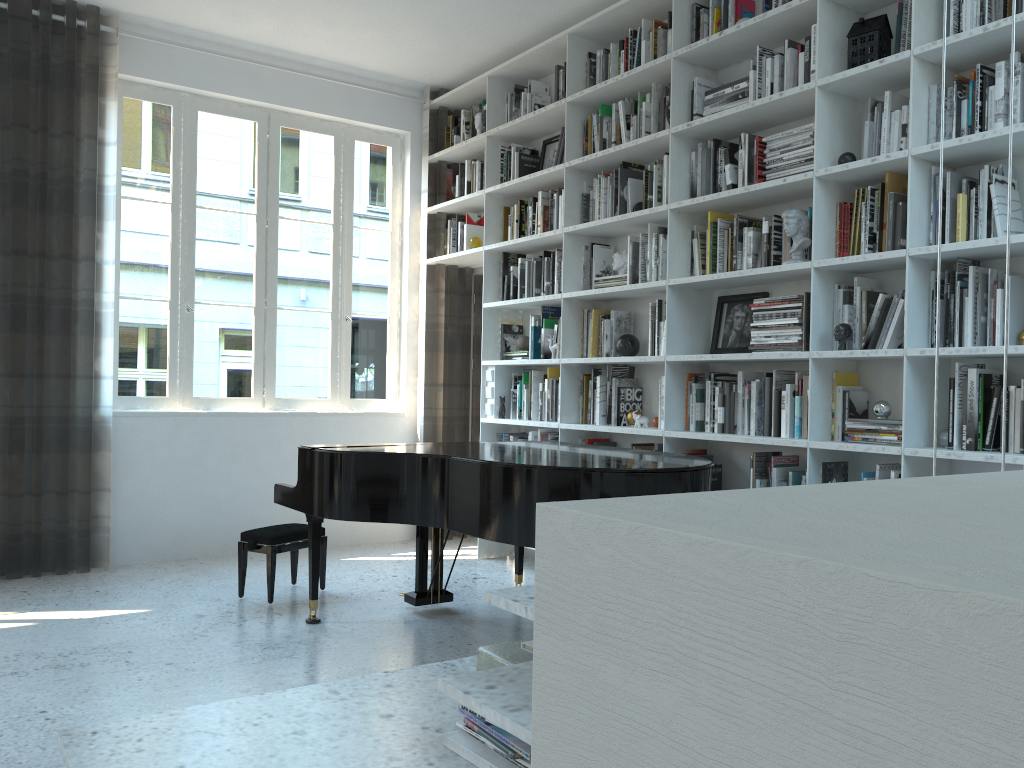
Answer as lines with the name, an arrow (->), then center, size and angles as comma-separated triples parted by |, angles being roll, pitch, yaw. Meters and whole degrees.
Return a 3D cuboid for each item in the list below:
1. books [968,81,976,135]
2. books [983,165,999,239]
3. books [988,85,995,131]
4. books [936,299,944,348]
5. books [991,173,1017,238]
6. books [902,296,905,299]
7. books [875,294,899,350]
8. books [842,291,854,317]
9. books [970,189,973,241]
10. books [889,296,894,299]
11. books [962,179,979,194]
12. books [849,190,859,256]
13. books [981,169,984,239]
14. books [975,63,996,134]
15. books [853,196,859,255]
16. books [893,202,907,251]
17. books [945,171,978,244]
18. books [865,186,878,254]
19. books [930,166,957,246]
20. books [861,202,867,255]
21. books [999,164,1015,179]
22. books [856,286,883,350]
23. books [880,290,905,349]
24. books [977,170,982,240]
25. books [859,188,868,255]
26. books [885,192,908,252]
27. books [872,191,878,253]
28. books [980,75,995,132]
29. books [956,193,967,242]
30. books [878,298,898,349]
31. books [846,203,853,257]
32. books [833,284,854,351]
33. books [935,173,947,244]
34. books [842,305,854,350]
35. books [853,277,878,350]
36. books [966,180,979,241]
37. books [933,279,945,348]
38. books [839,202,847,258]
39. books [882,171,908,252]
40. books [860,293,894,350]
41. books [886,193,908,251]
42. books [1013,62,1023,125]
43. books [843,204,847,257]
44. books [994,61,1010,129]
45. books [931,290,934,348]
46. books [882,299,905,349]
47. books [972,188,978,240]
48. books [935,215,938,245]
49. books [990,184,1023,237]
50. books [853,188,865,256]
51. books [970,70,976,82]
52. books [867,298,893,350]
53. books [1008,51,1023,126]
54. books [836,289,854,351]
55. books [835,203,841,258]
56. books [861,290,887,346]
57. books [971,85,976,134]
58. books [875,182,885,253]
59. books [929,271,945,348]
books -> 1.725, -0.979, 3.258 | 0.157, 0.236, 0.013 | 1, 0, -34
books -> 1.754, -0.636, 3.207 | 0.159, 0.287, 0.013 | 1, 0, -34
books -> 1.768, -0.957, 3.190 | 0.171, 0.194, 0.025 | 1, 0, -34
books -> 1.655, -0.220, 3.349 | 0.168, 0.188, 0.015 | 1, 0, -34
books -> 1.772, -0.619, 3.193 | 0.161, 0.254, 0.007 | 1, 0, -34
books -> 1.553, -0.232, 3.513 | 0.139, 0.215, 0.090 | 1, 0, -34
books -> 1.534, -0.237, 3.537 | 0.144, 0.226, 0.095 | 1, 0, -34
books -> 1.429, -0.254, 3.687 | 0.142, 0.253, 0.028 | 1, 0, -34
books -> 1.725, -0.597, 3.247 | 0.156, 0.209, 0.014 | 1, 0, -34
books -> 1.515, -0.235, 3.553 | 0.138, 0.220, 0.088 | 1, 0, -34
books -> 1.708, -0.620, 3.282 | 0.144, 0.256, 0.013 | 1, 0, -34
books -> 1.445, -0.642, 3.651 | 0.145, 0.293, 0.035 | 1, 0, -34
books -> 1.748, -0.629, 3.215 | 0.167, 0.273, 0.006 | 1, 0, -34
books -> 1.733, -1.001, 3.216 | 0.177, 0.280, 0.014 | 1, 0, -34
books -> 1.461, -0.641, 3.646 | 0.145, 0.293, 0.035 | 1, 0, -34
books -> 1.559, -0.596, 3.465 | 0.181, 0.204, 0.034 | 1, 0, -34
books -> 1.668, -0.633, 3.288 | 0.191, 0.279, 0.013 | 1, 0, -34
books -> 1.486, -0.642, 3.588 | 0.163, 0.294, 0.019 | 1, 0, -34
books -> 1.636, -0.653, 3.357 | 0.164, 0.319, 0.006 | 1, 0, -34
books -> 1.479, -0.611, 3.604 | 0.180, 0.232, 0.015 | 1, 0, -34
books -> 1.795, -0.641, 3.221 | 0.088, 0.300, 0.011 | 1, 0, -34
books -> 1.466, -0.261, 3.639 | 0.157, 0.266, 0.012 | 1, 0, -34
books -> 1.543, -0.245, 3.511 | 0.149, 0.238, 0.094 | 1, 0, -34
books -> 1.740, -0.627, 3.216 | 0.178, 0.270, 0.006 | 1, 0, -34
books -> 1.476, -0.641, 3.625 | 0.145, 0.293, 0.035 | 1, 0, -34
books -> 1.546, -0.620, 3.514 | 0.174, 0.253, 0.033 | 1, 0, -34
books -> 1.516, -0.633, 3.585 | 0.139, 0.278, 0.035 | 1, 0, -34
books -> 1.748, -0.979, 3.204 | 0.164, 0.237, 0.022 | 1, 0, -34
books -> 1.690, -0.589, 3.252 | 0.191, 0.192, 0.017 | 1, 0, -34
books -> 1.536, -0.230, 3.525 | 0.143, 0.212, 0.090 | 1, 0, -34
books -> 1.450, -0.619, 3.690 | 0.176, 0.247, 0.013 | 1, 0, -34
books -> 1.407, -0.271, 3.725 | 0.159, 0.285, 0.012 | 1, 0, -34
books -> 1.656, -0.637, 3.334 | 0.191, 0.288, 0.035 | 1, 0, -34
books -> 1.427, -0.224, 3.653 | 0.182, 0.192, 0.027 | 1, 0, -34
books -> 1.452, -0.281, 3.644 | 0.141, 0.307, 0.013 | 1, 0, -34
books -> 1.719, -0.614, 3.256 | 0.169, 0.242, 0.008 | 1, 0, -34
books -> 1.640, -0.259, 3.354 | 0.158, 0.266, 0.010 | 1, 0, -34
books -> 1.424, -0.623, 3.711 | 0.150, 0.255, 0.015 | 1, 0, -34
books -> 1.534, -0.663, 3.526 | 0.169, 0.337, 0.021 | 1, 0, -34
books -> 1.494, -0.239, 3.550 | 0.190, 0.228, 0.095 | 1, 0, -34
books -> 1.539, -0.615, 3.480 | 0.188, 0.242, 0.027 | 1, 0, -34
books -> 1.814, -0.982, 3.108 | 0.183, 0.245, 0.025 | 1, 0, -34
books -> 1.432, -0.618, 3.696 | 0.145, 0.244, 0.014 | 1, 0, -34
books -> 1.775, -0.992, 3.147 | 0.182, 0.263, 0.030 | 1, 0, -34
books -> 1.639, -0.239, 3.366 | 0.147, 0.226, 0.012 | 1, 0, -34
books -> 1.551, -0.226, 3.497 | 0.169, 0.205, 0.091 | 1, 0, -34
books -> 1.724, -0.598, 3.234 | 0.158, 0.212, 0.007 | 1, 0, -34
books -> 1.652, -0.603, 3.357 | 0.155, 0.220, 0.015 | 1, 0, -34
books -> 1.766, -0.596, 3.153 | 0.176, 0.210, 0.051 | 1, 0, -34
books -> 1.456, -0.642, 3.627 | 0.145, 0.293, 0.035 | 1, 0, -34
books -> 1.734, -1.002, 3.280 | 0.135, 0.284, 0.014 | 1, 0, -34
books -> 1.508, -0.230, 3.539 | 0.175, 0.210, 0.089 | 1, 0, -34
books -> 1.813, -1.007, 3.138 | 0.159, 0.295, 0.027 | 1, 0, -34
books -> 1.417, -0.260, 3.710 | 0.154, 0.263, 0.024 | 1, 0, -34
books -> 1.414, -0.623, 3.723 | 0.161, 0.254, 0.014 | 1, 0, -34
books -> 1.480, -0.252, 3.620 | 0.141, 0.248, 0.035 | 1, 0, -34
books -> 1.737, -0.968, 3.243 | 0.161, 0.216, 0.026 | 1, 0, -34
books -> 1.511, -0.641, 3.527 | 0.182, 0.293, 0.019 | 1, 0, -34
books -> 1.643, -0.275, 3.384 | 0.148, 0.298, 0.014 | 1, 0, -34
